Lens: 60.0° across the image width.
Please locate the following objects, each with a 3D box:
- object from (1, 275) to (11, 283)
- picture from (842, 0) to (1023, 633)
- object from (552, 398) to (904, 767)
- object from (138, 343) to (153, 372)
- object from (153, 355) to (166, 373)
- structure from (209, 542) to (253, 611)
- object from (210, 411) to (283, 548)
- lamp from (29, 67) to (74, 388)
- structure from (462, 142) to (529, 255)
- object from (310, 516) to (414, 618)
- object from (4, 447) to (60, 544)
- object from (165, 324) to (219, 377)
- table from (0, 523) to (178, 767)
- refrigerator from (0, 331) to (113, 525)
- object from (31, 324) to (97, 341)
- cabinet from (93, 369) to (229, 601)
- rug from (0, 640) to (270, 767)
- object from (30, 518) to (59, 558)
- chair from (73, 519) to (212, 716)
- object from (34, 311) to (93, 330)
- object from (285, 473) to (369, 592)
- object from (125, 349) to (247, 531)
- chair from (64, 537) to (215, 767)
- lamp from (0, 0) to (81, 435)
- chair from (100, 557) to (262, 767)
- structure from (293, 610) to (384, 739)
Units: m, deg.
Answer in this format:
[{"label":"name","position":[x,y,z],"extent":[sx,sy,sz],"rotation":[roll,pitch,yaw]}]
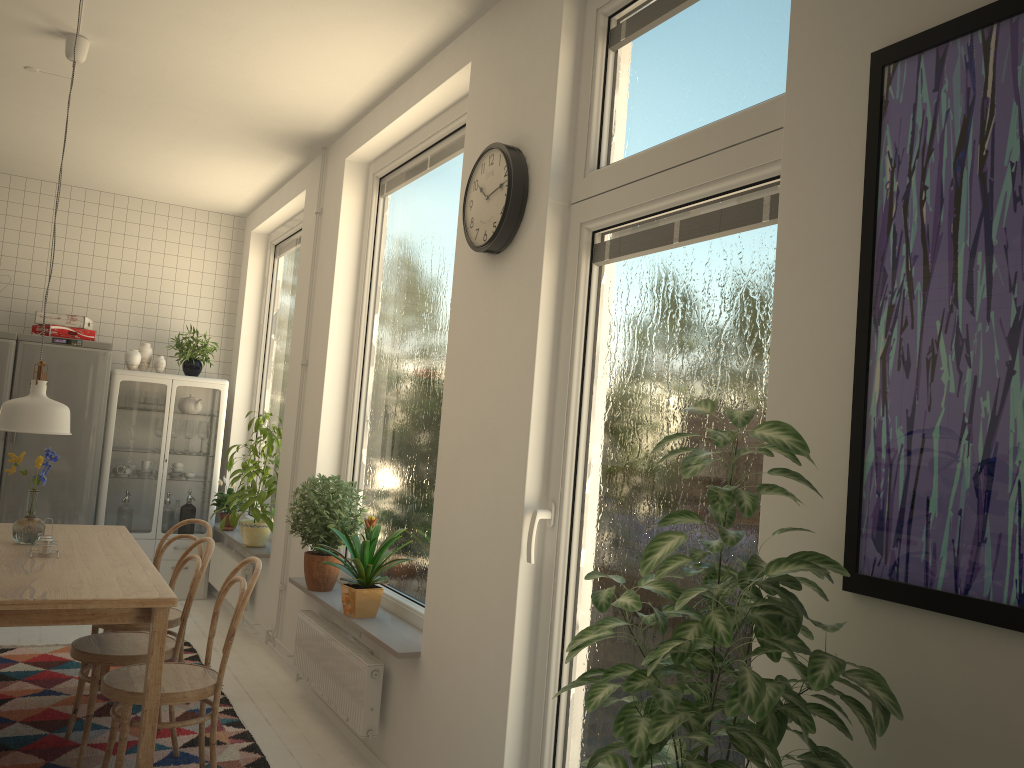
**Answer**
[{"label":"object","position":[-3.442,-0.541,5.869],"extent":[0.163,0.383,0.154],"rotation":[5,-4,-5]},{"label":"picture","position":[0.771,-0.129,1.396],"extent":[0.018,1.000,0.545],"rotation":[7,-4,-28]},{"label":"object","position":[0.321,0.734,1.425],"extent":[0.569,1.425,0.513],"rotation":[4,-4,15]},{"label":"object","position":[-2.625,-0.188,6.333],"extent":[0.102,0.206,0.102],"rotation":[8,-5,-44]},{"label":"object","position":[-2.511,-0.140,6.322],"extent":[0.082,0.126,0.082],"rotation":[2,-5,34]},{"label":"structure","position":[-1.866,1.268,5.920],"extent":[0.113,0.276,1.016],"rotation":[7,-4,-28]},{"label":"object","position":[-1.594,0.592,5.514],"extent":[0.615,0.842,0.485],"rotation":[1,-5,41]},{"label":"lamp","position":[-1.940,-0.618,3.766],"extent":[0.229,1.596,0.229],"rotation":[3,-4,17]},{"label":"structure","position":[-0.066,-0.628,3.007],"extent":[0.074,0.372,0.371],"rotation":[7,-4,-28]},{"label":"object","position":[-0.635,0.770,3.750],"extent":[0.417,0.425,0.487],"rotation":[6,-4,-21]},{"label":"object","position":[-1.916,0.444,3.552],"extent":[0.206,0.389,0.144],"rotation":[3,-4,24]},{"label":"object","position":[-2.357,-0.242,6.541],"extent":[0.371,0.385,0.372],"rotation":[5,-4,-10]},{"label":"table","position":[-1.875,1.002,3.284],"extent":[0.894,0.749,1.797],"rotation":[7,-4,-28]},{"label":"refrigerator","position":[-3.416,0.553,5.955],"extent":[1.145,1.779,0.559],"rotation":[7,-4,-28]},{"label":"object","position":[-3.103,-0.347,6.140],"extent":[0.312,0.082,0.309],"rotation":[1,-5,42]},{"label":"cabinet","position":[-2.565,0.726,6.419],"extent":[0.789,1.593,0.453],"rotation":[7,-4,-28]},{"label":"rug","position":[-1.958,1.380,3.483],"extent":[1.748,0.035,3.024],"rotation":[6,-4,-28]},{"label":"object","position":[-1.738,0.570,3.311],"extent":[0.095,0.138,0.155],"rotation":[7,-4,-28]},{"label":"chair","position":[-1.643,1.027,4.004],"extent":[0.385,0.811,0.483],"rotation":[2,-5,34]},{"label":"object","position":[-3.100,-0.429,6.147],"extent":[0.312,0.082,0.308],"rotation":[6,-4,-16]},{"label":"object","position":[-0.912,0.713,4.297],"extent":[0.383,0.561,0.395],"rotation":[7,-4,-30]},{"label":"object","position":[-2.281,0.396,6.199],"extent":[0.943,1.208,0.261],"rotation":[5,-4,-12]},{"label":"chair","position":[-1.458,1.008,3.470],"extent":[0.483,0.811,0.385],"rotation":[7,-4,-31]},{"label":"lamp","position":[-1.531,-0.632,3.011],"extent":[0.229,1.596,0.229],"rotation":[4,-4,7]},{"label":"chair","position":[-1.154,1.008,3.064],"extent":[0.483,0.811,0.385],"rotation":[6,-4,-26]},{"label":"structure","position":[-0.755,1.232,3.865],"extent":[0.113,0.279,1.029],"rotation":[7,-4,-28]}]
